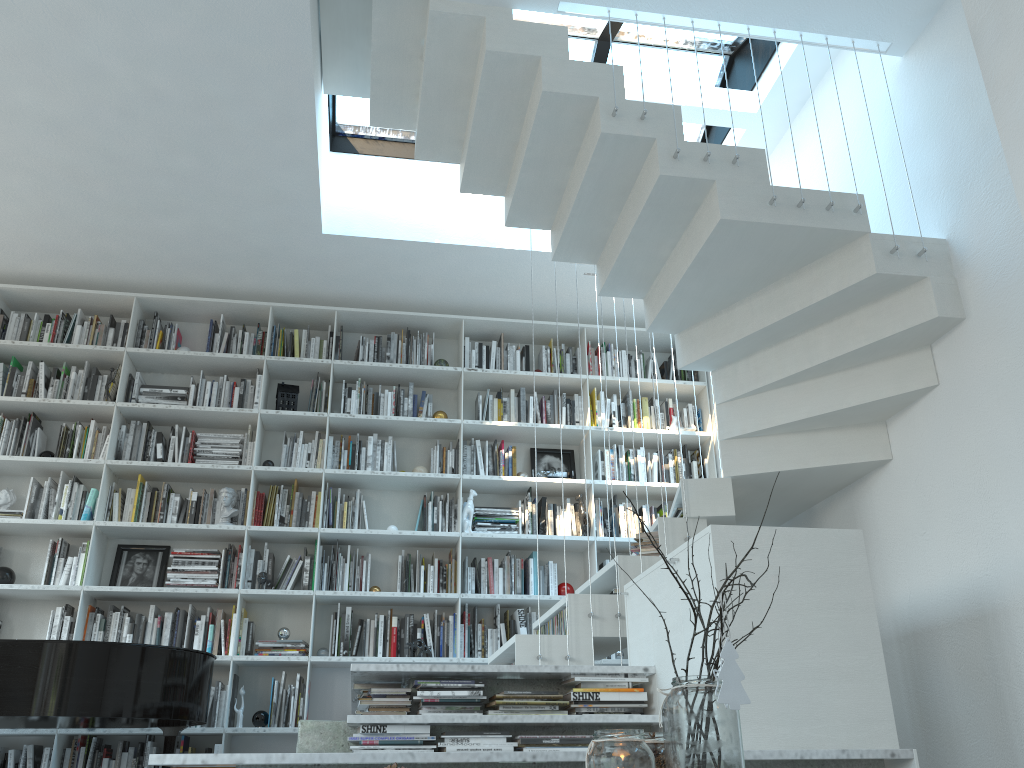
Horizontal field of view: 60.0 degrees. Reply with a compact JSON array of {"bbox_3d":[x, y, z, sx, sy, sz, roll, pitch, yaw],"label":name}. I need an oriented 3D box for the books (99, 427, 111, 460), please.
[{"bbox_3d":[-2.446,0.408,5.405,0.064,0.236,0.209,3,-24,-9],"label":"books"}]

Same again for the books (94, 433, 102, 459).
[{"bbox_3d":[-2.516,0.426,5.419,0.024,0.215,0.142,3,-24,-9],"label":"books"}]

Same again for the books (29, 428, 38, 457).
[{"bbox_3d":[-2.890,0.401,5.378,0.009,0.235,0.135,3,-24,-9],"label":"books"}]

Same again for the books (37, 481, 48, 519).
[{"bbox_3d":[-2.752,0.724,5.244,0.022,0.266,0.152,3,-24,-9],"label":"books"}]

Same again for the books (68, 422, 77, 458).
[{"bbox_3d":[-2.662,0.388,5.405,0.005,0.274,0.157,3,-24,-9],"label":"books"}]

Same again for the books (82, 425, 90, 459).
[{"bbox_3d":[-2.580,0.400,5.407,0.006,0.252,0.181,3,-24,-9],"label":"books"}]

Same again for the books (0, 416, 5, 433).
[{"bbox_3d":[-3.069,0.355,5.328,0.010,0.282,0.184,3,-24,-9],"label":"books"}]

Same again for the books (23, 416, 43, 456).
[{"bbox_3d":[-2.894,0.363,5.356,0.011,0.285,0.189,3,-24,-9],"label":"books"}]

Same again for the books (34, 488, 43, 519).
[{"bbox_3d":[-2.777,0.747,5.246,0.024,0.226,0.138,3,-24,-9],"label":"books"}]

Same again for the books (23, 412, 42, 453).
[{"bbox_3d":[-2.915,0.351,5.382,0.005,0.329,0.162,3,-24,-9],"label":"books"}]

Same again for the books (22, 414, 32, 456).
[{"bbox_3d":[-2.920,0.359,5.380,0.005,0.315,0.158,3,-24,-9],"label":"books"}]

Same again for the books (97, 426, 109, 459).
[{"bbox_3d":[-2.492,0.405,5.422,0.022,0.256,0.155,3,-24,-9],"label":"books"}]

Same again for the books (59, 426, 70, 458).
[{"bbox_3d":[-2.699,0.395,5.372,0.005,0.235,0.179,3,-24,-9],"label":"books"}]

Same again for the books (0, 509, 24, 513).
[{"bbox_3d":[-2.985,0.760,5.184,0.285,0.012,0.160,5,-24,-12],"label":"books"}]

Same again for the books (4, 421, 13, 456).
[{"bbox_3d":[-3.014,0.376,5.349,0.010,0.260,0.170,3,-24,-9],"label":"books"}]

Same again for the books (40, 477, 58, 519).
[{"bbox_3d":[-2.733,0.712,5.239,0.012,0.284,0.168,3,-24,-9],"label":"books"}]

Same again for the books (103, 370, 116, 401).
[{"bbox_3d":[-2.511,0.065,5.563,0.055,0.262,0.167,3,-24,-9],"label":"books"}]

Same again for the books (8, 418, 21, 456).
[{"bbox_3d":[-2.983,0.365,5.348,0.011,0.278,0.170,3,-24,-9],"label":"books"}]

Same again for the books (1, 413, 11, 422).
[{"bbox_3d":[-3.083,0.348,5.352,0.011,0.315,0.155,3,-24,-9],"label":"books"}]

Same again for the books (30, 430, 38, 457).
[{"bbox_3d":[-2.879,0.407,5.370,0.012,0.217,0.151,3,-24,-9],"label":"books"}]

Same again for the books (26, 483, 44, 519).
[{"bbox_3d":[-2.799,0.725,5.220,0.030,0.246,0.175,3,-24,-9],"label":"books"}]

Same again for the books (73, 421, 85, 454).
[{"bbox_3d":[-2.646,0.388,5.420,0.033,0.286,0.156,3,-24,-9],"label":"books"}]

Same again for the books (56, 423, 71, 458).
[{"bbox_3d":[-2.736,0.390,5.408,0.012,0.274,0.129,3,-24,-9],"label":"books"}]

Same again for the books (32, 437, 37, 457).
[{"bbox_3d":[-2.870,0.411,5.367,0.004,0.208,0.132,3,-24,-9],"label":"books"}]

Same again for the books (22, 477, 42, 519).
[{"bbox_3d":[-2.831,0.708,5.227,0.012,0.284,0.160,3,-24,-9],"label":"books"}]

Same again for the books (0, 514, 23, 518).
[{"bbox_3d":[-2.985,0.783,5.177,0.254,0.012,0.161,5,-24,-12],"label":"books"}]

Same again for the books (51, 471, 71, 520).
[{"bbox_3d":[-2.677,0.698,5.264,0.010,0.328,0.174,3,-24,-9],"label":"books"}]

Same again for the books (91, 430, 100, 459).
[{"bbox_3d":[-2.533,0.419,5.419,0.011,0.228,0.166,3,-24,-9],"label":"books"}]

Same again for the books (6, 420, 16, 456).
[{"bbox_3d":[-2.992,0.371,5.337,0.009,0.260,0.181,3,-24,-9],"label":"books"}]

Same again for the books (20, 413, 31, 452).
[{"bbox_3d":[-2.934,0.354,5.374,0.004,0.319,0.153,3,-24,-9],"label":"books"}]

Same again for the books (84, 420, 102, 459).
[{"bbox_3d":[-2.558,0.388,5.416,0.022,0.283,0.190,3,-24,-9],"label":"books"}]

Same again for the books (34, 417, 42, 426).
[{"bbox_3d":[-2.910,0.363,5.376,0.005,0.304,0.163,3,-24,-9],"label":"books"}]

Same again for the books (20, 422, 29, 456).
[{"bbox_3d":[-2.925,0.378,5.357,0.010,0.260,0.159,3,-24,-9],"label":"books"}]

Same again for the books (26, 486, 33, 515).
[{"bbox_3d":[-2.822,0.738,5.230,0.010,0.231,0.155,3,-24,-9],"label":"books"}]

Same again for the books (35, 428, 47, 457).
[{"bbox_3d":[-2.853,0.399,5.367,0.031,0.231,0.148,3,-24,-9],"label":"books"}]

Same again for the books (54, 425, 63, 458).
[{"bbox_3d":[-2.743,0.396,5.396,0.005,0.253,0.161,3,-24,-9],"label":"books"}]

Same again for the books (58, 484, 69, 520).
[{"bbox_3d":[-2.632,0.737,5.251,0.028,0.246,0.171,3,-24,-9],"label":"books"}]

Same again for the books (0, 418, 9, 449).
[{"bbox_3d":[-3.031,0.364,5.323,0.009,0.262,0.190,3,-24,-9],"label":"books"}]

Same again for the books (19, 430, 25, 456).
[{"bbox_3d":[-2.943,0.405,5.364,0.012,0.216,0.134,3,-24,-9],"label":"books"}]

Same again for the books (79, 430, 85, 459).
[{"bbox_3d":[-2.612,0.414,5.417,0.011,0.235,0.131,3,-24,-9],"label":"books"}]

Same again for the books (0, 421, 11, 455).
[{"bbox_3d":[-3.021,0.370,5.324,0.012,0.250,0.184,3,-24,-9],"label":"books"}]

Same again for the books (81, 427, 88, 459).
[{"bbox_3d":[-2.596,0.402,5.411,0.017,0.252,0.140,3,-24,-9],"label":"books"}]

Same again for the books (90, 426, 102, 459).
[{"bbox_3d":[-2.543,0.404,5.419,0.010,0.256,0.140,3,-24,-9],"label":"books"}]

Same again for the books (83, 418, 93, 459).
[{"bbox_3d":[-2.574,0.378,5.420,0.006,0.302,0.166,3,-24,-9],"label":"books"}]

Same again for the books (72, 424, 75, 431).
[{"bbox_3d":[-2.677,0.395,5.410,0.009,0.265,0.150,3,-24,-9],"label":"books"}]

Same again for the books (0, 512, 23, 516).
[{"bbox_3d":[-2.986,0.773,5.184,0.285,0.012,0.160,2,-24,-7],"label":"books"}]

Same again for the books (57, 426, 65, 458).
[{"bbox_3d":[-2.719,0.396,5.378,0.005,0.239,0.174,3,-24,-9],"label":"books"}]

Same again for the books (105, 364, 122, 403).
[{"bbox_3d":[-2.496,0.048,5.573,0.058,0.301,0.175,3,-24,-9],"label":"books"}]

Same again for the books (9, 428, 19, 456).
[{"bbox_3d":[-2.971,0.395,5.329,0.011,0.208,0.182,3,-24,-9],"label":"books"}]

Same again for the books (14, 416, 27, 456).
[{"bbox_3d":[-2.950,0.361,5.354,0.011,0.290,0.177,3,-24,-9],"label":"books"}]

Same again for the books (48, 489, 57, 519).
[{"bbox_3d":[-2.706,0.748,5.247,0.048,0.224,0.150,3,-24,-9],"label":"books"}]

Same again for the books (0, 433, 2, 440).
[{"bbox_3d":[-3.053,0.407,5.327,0.029,0.186,0.150,3,-24,-9],"label":"books"}]

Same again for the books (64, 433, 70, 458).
[{"bbox_3d":[-2.685,0.422,5.388,0.011,0.199,0.163,3,-24,-9],"label":"books"}]

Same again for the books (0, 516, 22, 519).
[{"bbox_3d":[-2.984,0.792,5.168,0.254,0.012,0.161,5,-25,-13],"label":"books"}]

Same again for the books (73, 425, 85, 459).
[{"bbox_3d":[-2.617,0.395,5.384,0.013,0.242,0.189,3,-24,-9],"label":"books"}]

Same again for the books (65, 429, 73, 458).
[{"bbox_3d":[-2.664,0.406,5.373,0.006,0.215,0.182,3,-24,-9],"label":"books"}]

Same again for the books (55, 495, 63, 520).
[{"bbox_3d":[-2.661,0.769,5.252,0.025,0.188,0.140,3,-24,-9],"label":"books"}]
